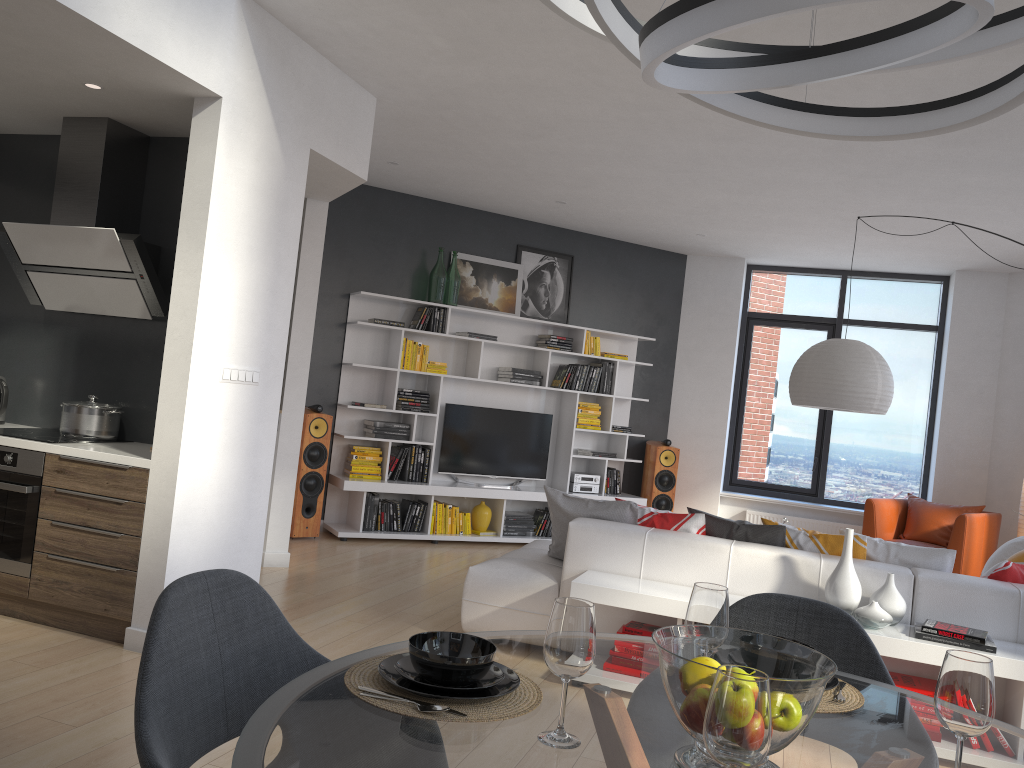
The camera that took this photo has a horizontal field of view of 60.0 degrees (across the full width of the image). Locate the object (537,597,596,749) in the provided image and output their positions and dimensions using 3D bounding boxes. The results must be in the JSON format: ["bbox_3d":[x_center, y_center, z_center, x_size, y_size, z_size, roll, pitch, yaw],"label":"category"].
[{"bbox_3d":[0.087,0.455,1.407,0.083,0.220,0.083,7,-1,-44],"label":"object"}]

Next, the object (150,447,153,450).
[{"bbox_3d":[-1.610,0.193,4.499,0.330,0.316,0.221,6,-1,18],"label":"object"}]

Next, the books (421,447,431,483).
[{"bbox_3d":[-0.792,0.706,7.787,0.051,0.297,0.230,7,-1,-27],"label":"books"}]

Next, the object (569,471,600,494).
[{"bbox_3d":[0.652,0.943,8.500,0.285,0.174,0.270,7,-1,-27],"label":"object"}]

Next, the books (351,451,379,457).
[{"bbox_3d":[-1.257,0.595,7.574,0.238,0.023,0.167,7,-1,-11],"label":"books"}]

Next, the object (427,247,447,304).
[{"bbox_3d":[-0.644,-0.946,7.766,0.157,0.507,0.157,7,-1,-13],"label":"object"}]

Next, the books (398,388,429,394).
[{"bbox_3d":[-0.862,0.062,7.714,0.246,0.026,0.180,7,-1,-19],"label":"books"}]

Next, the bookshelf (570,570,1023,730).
[{"bbox_3d":[1.529,1.300,3.858,2.600,0.500,0.356,6,-1,18],"label":"bookshelf"}]

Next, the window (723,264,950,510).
[{"bbox_3d":[3.297,0.031,9.122,1.960,2.402,0.170,6,-1,18],"label":"window"}]

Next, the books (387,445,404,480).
[{"bbox_3d":[-1.050,0.681,7.669,0.142,0.284,0.232,7,-1,-27],"label":"books"}]

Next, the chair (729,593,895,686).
[{"bbox_3d":[0.553,0.956,1.939,0.655,0.891,0.619,6,-1,25],"label":"chair"}]

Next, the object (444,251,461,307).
[{"bbox_3d":[-0.532,-0.932,7.887,0.157,0.507,0.157,7,-1,-13],"label":"object"}]

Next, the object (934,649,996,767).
[{"bbox_3d":[0.681,0.521,1.343,0.083,0.220,0.083,7,-1,-21],"label":"object"}]

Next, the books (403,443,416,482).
[{"bbox_3d":[-0.912,0.683,7.727,0.034,0.314,0.237,7,-1,-27],"label":"books"}]

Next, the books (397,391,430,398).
[{"bbox_3d":[-0.878,0.089,7.738,0.284,0.030,0.214,7,-1,-19],"label":"books"}]

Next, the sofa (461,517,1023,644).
[{"bbox_3d":[1.752,1.235,5.352,3.424,0.732,2.614,6,-1,18],"label":"sofa"}]

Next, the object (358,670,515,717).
[{"bbox_3d":[-0.123,0.537,1.603,0.206,0.015,0.309,6,-1,23],"label":"object"}]

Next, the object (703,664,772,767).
[{"bbox_3d":[0.278,0.472,1.113,0.083,0.220,0.083,7,-1,-21],"label":"object"}]

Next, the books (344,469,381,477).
[{"bbox_3d":[-1.273,0.754,7.554,0.269,0.025,0.213,7,-1,-24],"label":"books"}]

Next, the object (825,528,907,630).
[{"bbox_3d":[1.566,0.854,3.932,0.316,0.398,0.319,6,-1,42],"label":"object"}]

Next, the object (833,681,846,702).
[{"bbox_3d":[0.542,0.617,1.873,0.309,0.015,0.206,6,-1,23],"label":"object"}]

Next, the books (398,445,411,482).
[{"bbox_3d":[-0.939,0.687,7.708,0.028,0.301,0.213,7,-1,-27],"label":"books"}]

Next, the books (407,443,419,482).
[{"bbox_3d":[-0.884,0.680,7.745,0.026,0.326,0.237,7,-1,-27],"label":"books"}]

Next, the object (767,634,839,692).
[{"bbox_3d":[0.558,0.588,1.881,0.258,0.074,0.258,6,-1,-2],"label":"object"}]

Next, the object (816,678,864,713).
[{"bbox_3d":[0.551,0.626,1.870,0.360,0.002,0.360,7,-1,-30],"label":"object"}]

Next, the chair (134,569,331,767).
[{"bbox_3d":[-0.390,0.845,1.654,0.619,0.891,0.655,6,-1,20],"label":"chair"}]

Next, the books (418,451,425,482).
[{"bbox_3d":[-0.828,0.713,7.767,0.028,0.272,0.200,7,-1,-27],"label":"books"}]

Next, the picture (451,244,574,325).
[{"bbox_3d":[0.009,-0.960,8.276,1.279,0.707,0.076,7,-1,-27],"label":"picture"}]

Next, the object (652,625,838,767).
[{"bbox_3d":[0.346,0.502,1.370,0.278,0.184,0.278,6,-1,27],"label":"object"}]

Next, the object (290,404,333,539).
[{"bbox_3d":[-1.730,0.694,7.245,0.290,1.088,0.434,7,-1,-42],"label":"object"}]

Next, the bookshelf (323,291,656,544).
[{"bbox_3d":[-0.070,0.411,8.058,3.000,2.052,0.455,7,-1,-27],"label":"bookshelf"}]

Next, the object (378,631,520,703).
[{"bbox_3d":[-0.111,0.508,1.607,0.258,0.074,0.258,6,-1,-2],"label":"object"}]

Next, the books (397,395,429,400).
[{"bbox_3d":[-0.876,0.115,7.718,0.264,0.020,0.189,7,-1,-24],"label":"books"}]

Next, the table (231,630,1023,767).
[{"bbox_3d":[0.302,0.974,1.370,1.499,0.764,1.499,6,-1,7],"label":"table"}]

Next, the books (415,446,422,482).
[{"bbox_3d":[-0.858,0.689,7.758,0.034,0.315,0.239,7,-1,-27],"label":"books"}]

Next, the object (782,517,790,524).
[{"bbox_3d":[1.777,1.036,6.100,0.330,0.265,0.330,6,-1,42],"label":"object"}]

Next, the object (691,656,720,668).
[{"bbox_3d":[0.306,0.475,1.423,0.078,0.073,0.077,7,-1,-22],"label":"object"}]

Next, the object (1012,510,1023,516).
[{"bbox_3d":[2.372,0.765,3.594,0.607,0.744,0.406,7,-1,-32],"label":"object"}]

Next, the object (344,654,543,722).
[{"bbox_3d":[-0.123,0.545,1.610,0.360,0.002,0.360,7,-1,-7],"label":"object"}]

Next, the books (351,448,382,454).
[{"bbox_3d":[-1.246,0.572,7.575,0.234,0.024,0.171,7,-1,-23],"label":"books"}]

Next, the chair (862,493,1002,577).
[{"bbox_3d":[3.651,1.425,7.712,0.843,0.858,0.896,7,-1,-40],"label":"chair"}]

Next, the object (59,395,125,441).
[{"bbox_3d":[-2.198,0.169,4.635,0.288,0.223,0.315,7,-1,-31],"label":"object"}]

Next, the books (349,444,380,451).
[{"bbox_3d":[-1.262,0.546,7.592,0.234,0.024,0.171,7,-1,-23],"label":"books"}]

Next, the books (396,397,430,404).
[{"bbox_3d":[-0.877,0.140,7.714,0.284,0.030,0.214,7,-1,-19],"label":"books"}]

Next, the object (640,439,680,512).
[{"bbox_3d":[1.434,1.080,8.856,0.290,1.088,0.434,7,-1,-12],"label":"object"}]

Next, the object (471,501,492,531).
[{"bbox_3d":[-0.275,1.179,7.938,0.185,0.257,0.185,6,-1,41],"label":"object"}]

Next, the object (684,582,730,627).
[{"bbox_3d":[0.364,0.491,1.675,0.083,0.220,0.083,7,-1,-10],"label":"object"}]

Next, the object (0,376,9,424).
[{"bbox_3d":[-3.009,0.042,4.947,0.590,0.318,0.179,6,-1,25],"label":"object"}]
